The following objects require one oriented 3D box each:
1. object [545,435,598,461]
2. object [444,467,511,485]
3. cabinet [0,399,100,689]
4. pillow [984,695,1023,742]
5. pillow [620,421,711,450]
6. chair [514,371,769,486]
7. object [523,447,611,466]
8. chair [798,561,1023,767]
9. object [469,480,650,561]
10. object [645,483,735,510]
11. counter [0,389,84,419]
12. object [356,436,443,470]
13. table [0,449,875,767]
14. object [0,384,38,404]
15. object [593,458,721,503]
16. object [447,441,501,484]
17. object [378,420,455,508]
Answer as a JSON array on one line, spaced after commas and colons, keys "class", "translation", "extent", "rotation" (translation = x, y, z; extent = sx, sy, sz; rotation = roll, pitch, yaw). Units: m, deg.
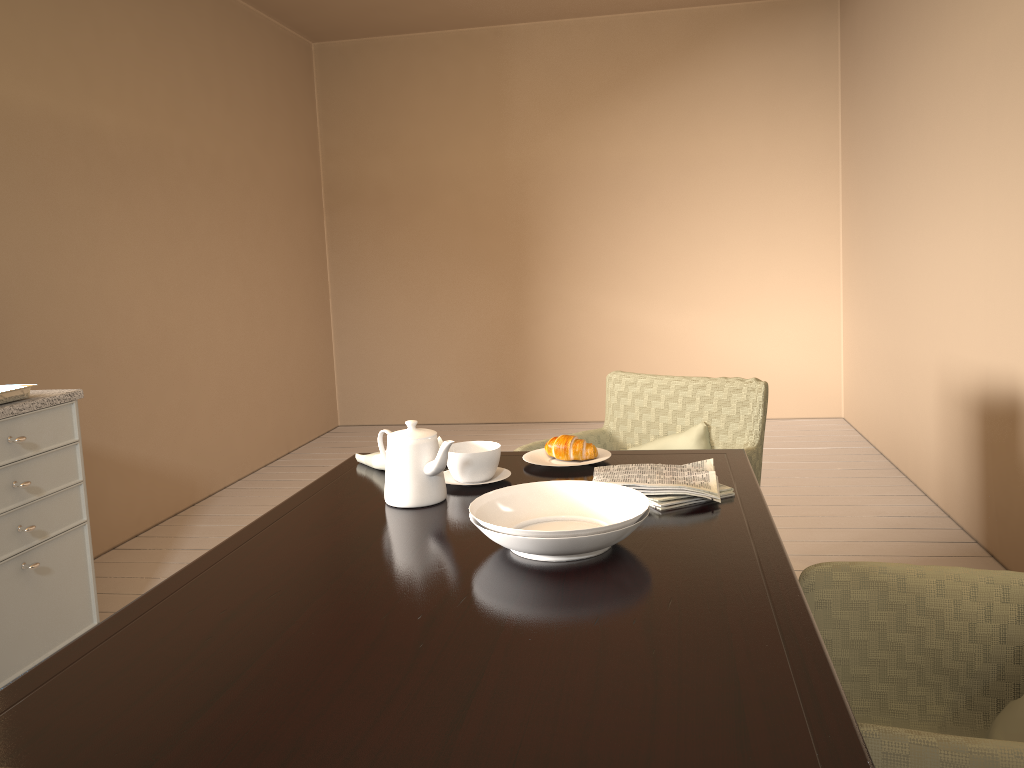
[{"class": "object", "translation": [0.126, 0.139, 1.957], "extent": [0.138, 0.051, 0.062], "rotation": [2, 8, 29]}, {"class": "object", "translation": [-0.078, 0.193, 1.820], "extent": [0.154, 0.012, 0.154], "rotation": [-7, 9, -29]}, {"class": "cabinet", "translation": [-1.937, 0.735, 0.557], "extent": [0.846, 0.768, 4.241], "rotation": [-2, 8, 10]}, {"class": "pillow", "translation": [0.735, 0.432, 1.130], "extent": [0.192, 0.293, 0.442], "rotation": [-2, 8, 9]}, {"class": "pillow", "translation": [0.424, 0.254, 2.481], "extent": [0.316, 0.293, 0.248], "rotation": [0, 8, 23]}, {"class": "chair", "translation": [0.347, 0.397, 2.425], "extent": [0.563, 0.798, 0.564], "rotation": [-9, 9, -44]}, {"class": "object", "translation": [0.121, 0.164, 1.949], "extent": [0.194, 0.014, 0.195], "rotation": [-5, 8, -14]}, {"class": "chair", "translation": [0.642, 0.560, 1.182], "extent": [0.561, 0.798, 0.566], "rotation": [-1, 7, 16]}, {"class": "object", "translation": [0.075, 0.219, 1.394], "extent": [0.281, 0.065, 0.283], "rotation": [-2, 8, 4]}, {"class": "object", "translation": [0.285, 0.193, 1.691], "extent": [0.165, 0.026, 0.232], "rotation": [-7, 9, -25]}, {"class": "counter", "translation": [-1.899, 0.327, 0.508], "extent": [0.652, 0.067, 4.259], "rotation": [-1, 8, 10]}, {"class": "object", "translation": [-0.235, 0.147, 2.015], "extent": [0.205, 0.063, 0.197], "rotation": [-7, 9, -27]}, {"class": "table", "translation": [-0.077, 0.626, 1.134], "extent": [0.918, 0.651, 2.000], "rotation": [-1, 8, 10]}, {"class": "object", "translation": [-1.439, 0.053, 2.181], "extent": [0.274, 0.034, 0.448], "rotation": [-1, 8, 10]}, {"class": "object", "translation": [0.266, 0.184, 1.658], "extent": [0.233, 0.051, 0.165], "rotation": [-1, 8, 10]}, {"class": "object", "translation": [-0.084, 0.163, 1.817], "extent": [0.125, 0.069, 0.117], "rotation": [-2, 8, 3]}, {"class": "object", "translation": [-0.182, 0.146, 1.685], "extent": [0.198, 0.155, 0.118], "rotation": [-1, 7, 16]}]
